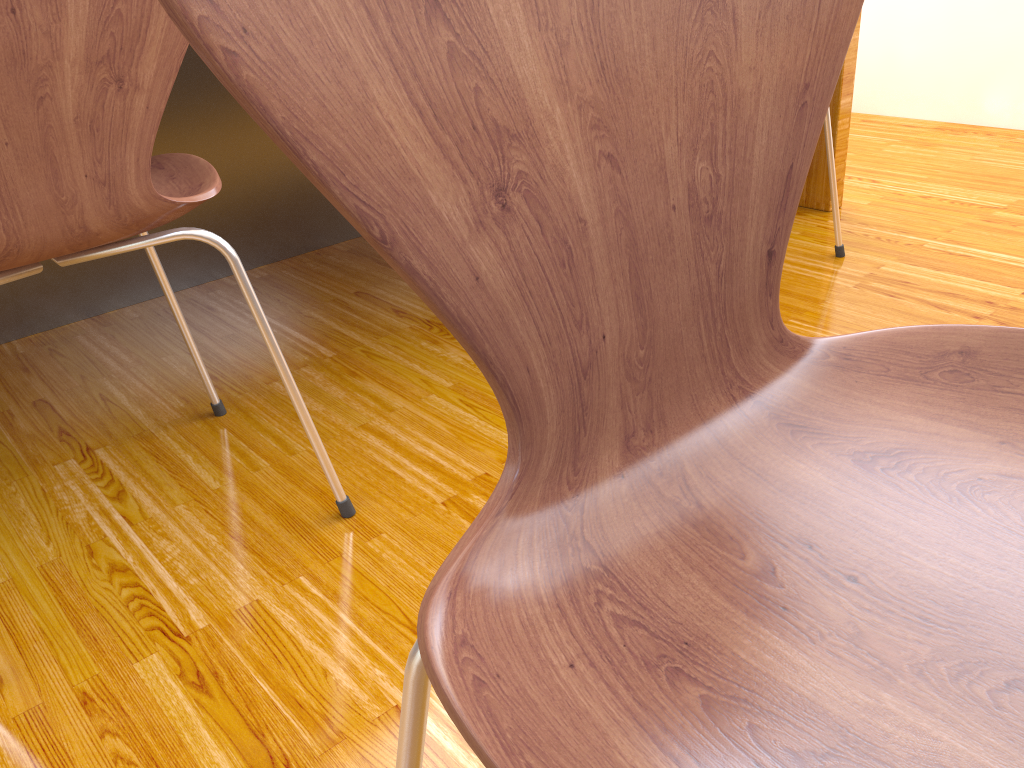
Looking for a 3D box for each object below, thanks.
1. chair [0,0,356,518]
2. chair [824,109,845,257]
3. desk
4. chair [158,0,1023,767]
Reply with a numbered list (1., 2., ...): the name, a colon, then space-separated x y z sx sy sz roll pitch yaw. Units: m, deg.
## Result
1. chair: -0.492 -0.136 0.910 0.428 0.693 0.381 -25 33 -33
2. chair: 0.332 -0.536 1.554 0.428 0.693 0.381 -25 33 -33
3. desk: -0.678 -0.255 1.262 3.356 0.606 0.760 -25 33 -33
4. chair: 0.166 0.100 0.354 0.428 0.693 0.381 -25 33 -33
